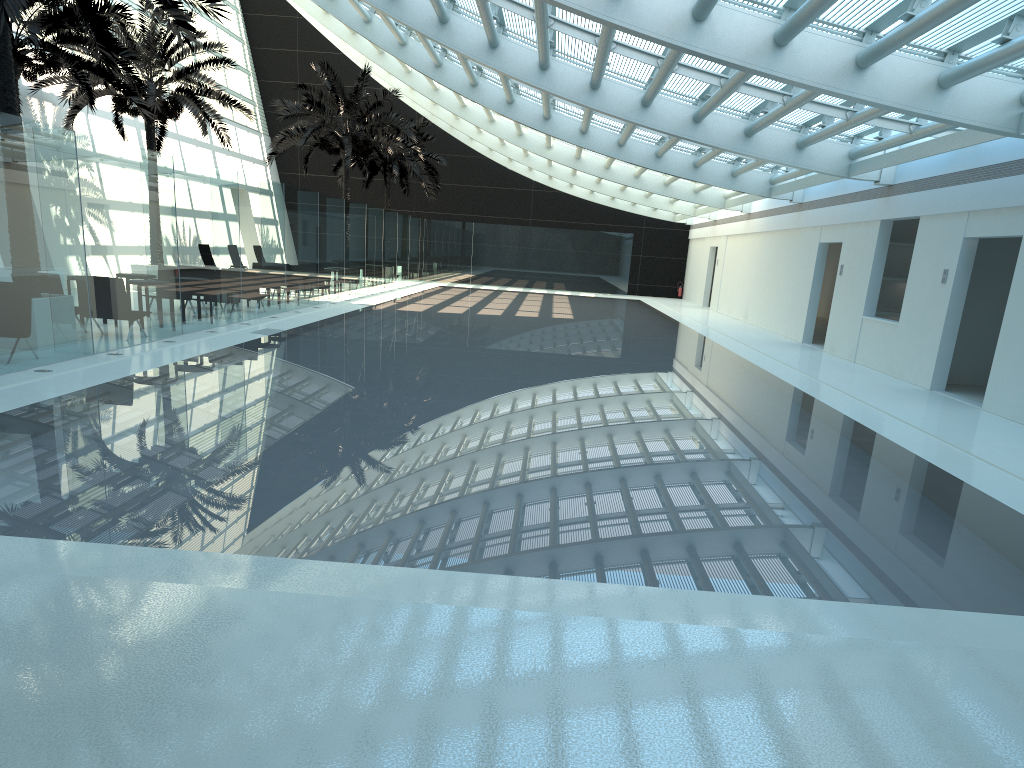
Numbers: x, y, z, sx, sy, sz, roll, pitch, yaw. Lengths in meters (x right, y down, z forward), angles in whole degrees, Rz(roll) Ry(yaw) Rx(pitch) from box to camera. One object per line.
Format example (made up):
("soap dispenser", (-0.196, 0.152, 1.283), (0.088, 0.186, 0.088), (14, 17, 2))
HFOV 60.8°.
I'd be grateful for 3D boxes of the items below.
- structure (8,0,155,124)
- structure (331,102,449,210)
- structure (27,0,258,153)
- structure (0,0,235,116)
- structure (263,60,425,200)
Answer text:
("structure", (-9.258, -4.982, 16.186), (4.635, 7.135, 4.091), (-1, 16, -19))
("structure", (-5.068, -7.948, 36.654), (4.450, 7.328, 4.599), (-2, 16, -19))
("structure", (-9.179, -5.892, 21.904), (4.199, 7.198, 4.520), (15, 19, 34))
("structure", (-6.372, -4.018, 10.631), (4.777, 7.329, 4.285), (9, 16, 19))
("structure", (-5.477, -6.777, 28.888), (4.826, 7.330, 4.239), (3, 16, -5))
